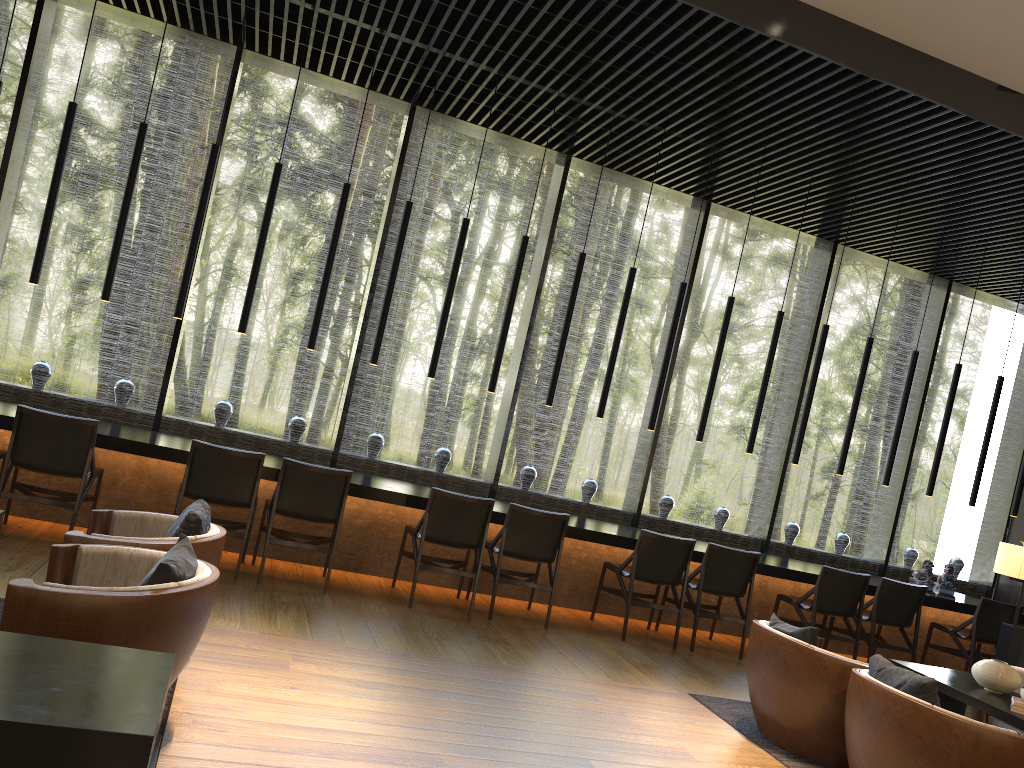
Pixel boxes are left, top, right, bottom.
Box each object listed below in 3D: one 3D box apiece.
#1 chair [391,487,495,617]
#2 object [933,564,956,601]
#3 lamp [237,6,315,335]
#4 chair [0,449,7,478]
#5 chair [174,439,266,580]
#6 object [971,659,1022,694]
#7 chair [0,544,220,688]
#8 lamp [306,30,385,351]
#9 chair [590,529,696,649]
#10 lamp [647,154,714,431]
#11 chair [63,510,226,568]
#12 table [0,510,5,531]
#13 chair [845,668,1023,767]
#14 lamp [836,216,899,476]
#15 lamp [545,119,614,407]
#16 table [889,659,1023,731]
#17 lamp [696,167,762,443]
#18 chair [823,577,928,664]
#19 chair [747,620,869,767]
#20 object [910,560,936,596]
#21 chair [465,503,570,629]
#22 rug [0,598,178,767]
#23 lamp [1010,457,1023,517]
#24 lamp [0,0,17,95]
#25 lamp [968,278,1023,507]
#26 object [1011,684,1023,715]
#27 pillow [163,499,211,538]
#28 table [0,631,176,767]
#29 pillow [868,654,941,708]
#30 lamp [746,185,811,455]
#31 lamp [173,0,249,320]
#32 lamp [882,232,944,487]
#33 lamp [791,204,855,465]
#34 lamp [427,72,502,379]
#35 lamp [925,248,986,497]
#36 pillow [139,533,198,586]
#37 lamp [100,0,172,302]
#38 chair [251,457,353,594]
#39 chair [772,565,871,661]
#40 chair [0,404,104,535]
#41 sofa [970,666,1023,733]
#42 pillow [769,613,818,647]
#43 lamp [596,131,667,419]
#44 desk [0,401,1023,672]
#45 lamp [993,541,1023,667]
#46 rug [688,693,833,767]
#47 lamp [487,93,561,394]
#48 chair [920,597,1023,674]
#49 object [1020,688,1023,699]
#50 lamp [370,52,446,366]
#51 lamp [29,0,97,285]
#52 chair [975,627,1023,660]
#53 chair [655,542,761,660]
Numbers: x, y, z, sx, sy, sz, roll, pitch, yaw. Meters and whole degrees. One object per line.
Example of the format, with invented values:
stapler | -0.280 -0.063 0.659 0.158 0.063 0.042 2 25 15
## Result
chair | -0.478 1.161 6.342 0.527 0.827 0.561 13 -1 -16
object | 3.973 1.799 8.103 0.163 0.313 0.209 13 -1 9
lamp | -1.701 -1.547 6.430 0.060 2.421 0.059 13 0 -21
chair | -3.445 0.443 5.422 0.527 0.827 0.561 13 -1 -16
chair | -1.962 0.802 5.882 0.527 0.827 0.561 13 -1 -16
object | 2.630 1.588 4.808 0.244 0.168 0.247 12 -2 31
chair | -1.389 0.901 3.077 0.608 0.604 0.801 13 -2 -16
lamp | -1.233 -1.434 6.575 0.060 2.421 0.060 13 0 -11
chair | 1.030 1.525 6.809 0.527 0.827 0.561 13 -1 -16
lamp | 1.427 -0.791 7.399 0.060 2.421 0.059 13 0 -21
chair | -1.630 0.889 3.896 0.608 0.604 0.801 13 -2 -16
table | -2.336 0.733 3.188 0.577 0.517 1.039 13 -2 -16
chair | 1.800 1.667 3.976 0.608 0.604 0.801 13 -2 -16
lamp | 3.211 -0.360 7.952 0.060 2.421 0.059 13 0 -21
lamp | 0.561 -1.000 7.131 0.060 2.421 0.060 13 0 -11
table | 2.535 1.911 4.697 0.577 0.517 1.039 13 -2 -16
lamp | 1.859 -0.686 7.533 0.060 2.421 0.059 13 0 -21
chair | 3.075 2.019 7.443 0.527 0.827 0.561 13 -1 -16
chair | 1.560 1.655 4.795 0.608 0.604 0.801 13 -2 -16
object | 3.738 1.744 8.035 0.163 0.310 0.206 13 -1 -36
chair | 0.059 1.290 6.509 0.527 0.827 0.561 13 -1 -16
rug | -2.405 0.985 3.239 2.249 0.008 1.953 14 -3 -16
lamp | 5.110 0.099 8.541 0.060 2.421 0.059 13 0 -21
lamp | -3.432 -1.965 5.893 0.060 2.421 0.059 13 0 -21
lamp | 4.627 -0.017 8.391 0.060 2.421 0.059 13 0 -21
object | 2.628 1.492 4.382 0.228 0.309 0.175 12 0 29
pillow | -1.471 0.704 3.927 0.223 0.362 0.398 13 -1 -16
table | -1.812 0.783 1.899 1.966 0.513 0.618 14 -2 -17
pillow | 1.737 1.429 3.941 0.223 0.362 0.398 13 -1 -16
lamp | 2.324 -0.574 7.677 0.060 2.421 0.059 13 0 -21
lamp | -2.118 -1.648 6.301 0.060 2.421 0.059 13 0 -21
lamp | 3.686 -0.245 8.099 0.060 2.421 0.059 13 0 -21
lamp | 2.763 -0.468 7.813 0.060 2.421 0.059 13 0 -21
lamp | -0.362 -1.223 6.845 0.060 2.421 0.060 13 0 -11
lamp | 4.152 -0.132 8.244 0.060 2.421 0.059 13 0 -21
pillow | -1.230 0.721 3.106 0.205 0.338 0.441 13 -2 -9
lamp | -2.571 -1.757 6.160 0.060 2.421 0.059 13 0 -21
chair | -1.425 0.932 6.049 0.527 0.827 0.561 13 -1 -16
chair | 2.538 1.890 7.277 0.527 0.827 0.561 13 -1 -16
chair | -2.908 0.573 5.589 0.527 0.827 0.561 13 -1 -16
sofa | 3.284 2.004 4.915 0.605 0.693 1.445 13 -2 -16
pillow | 1.494 1.420 4.762 0.205 0.338 0.441 13 -2 -9
lamp | 0.985 -0.898 7.262 0.060 2.421 0.059 13 0 -21
desk | -8.636 -0.760 4.204 28.826 0.760 1.775 14 -2 -17
lamp | 3.306 1.721 5.879 0.374 1.351 0.376 13 0 13
rug | 2.400 2.146 4.729 2.249 0.008 2.035 14 -3 -16
lamp | 0.100 -1.112 6.988 0.060 2.421 0.059 13 0 -21
chair | 4.046 2.254 7.744 0.527 0.827 0.561 13 -1 -16
object | 2.719 1.547 4.540 0.174 0.257 0.174 13 -1 3
lamp | -0.786 -1.326 6.713 0.060 2.421 0.059 13 0 -21
lamp | -2.997 -1.860 6.028 0.060 2.421 0.059 13 0 -21
chair | 4.583 2.384 7.911 0.527 0.827 0.561 13 -1 -16
chair | 1.567 1.655 6.976 0.527 0.827 0.561 13 -1 -16
